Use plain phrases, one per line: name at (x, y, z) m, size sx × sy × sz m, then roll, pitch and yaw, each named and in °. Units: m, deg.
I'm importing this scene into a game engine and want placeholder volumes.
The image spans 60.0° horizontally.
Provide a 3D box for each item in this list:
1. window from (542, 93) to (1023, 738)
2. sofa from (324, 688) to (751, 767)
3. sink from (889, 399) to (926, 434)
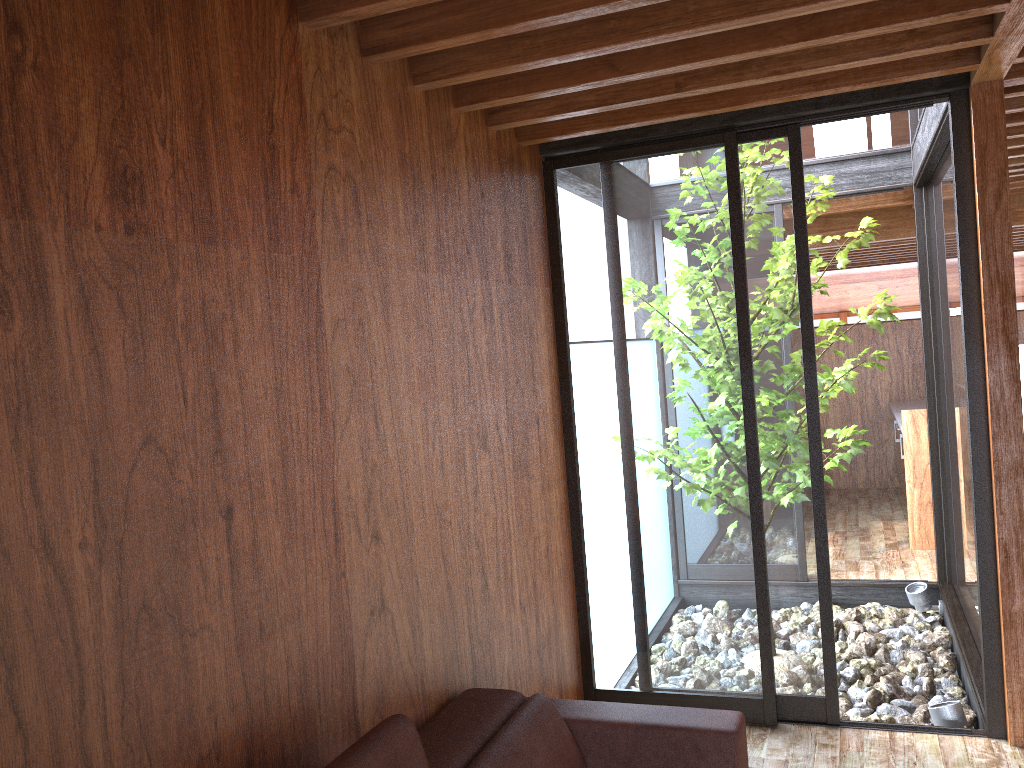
window at (2.226, -0.947, 3.497) m, size 4.083 × 5.133 × 14.035 m, roll -4°, pitch 2°, yaw 21°
sofa at (0.354, 1.048, 1.516) m, size 1.690 × 0.760 × 2.517 m, roll -4°, pitch 2°, yaw 21°
sink at (3.301, 0.161, 6.962) m, size 0.555 × 0.423 × 2.470 m, roll -4°, pitch 2°, yaw 21°
